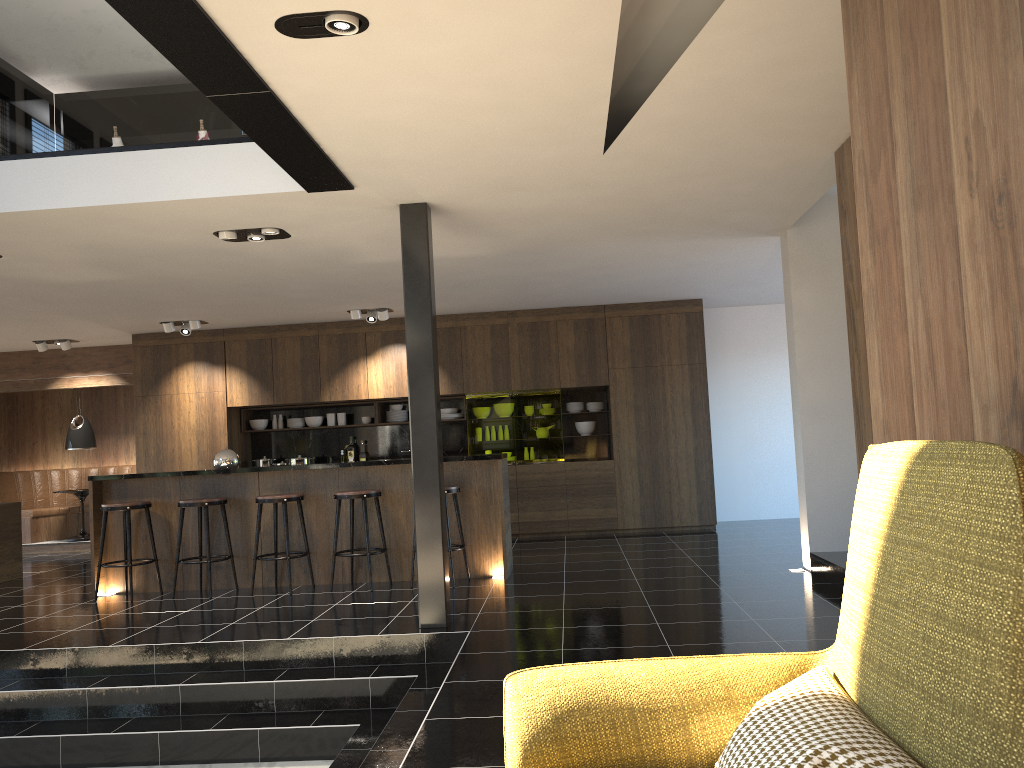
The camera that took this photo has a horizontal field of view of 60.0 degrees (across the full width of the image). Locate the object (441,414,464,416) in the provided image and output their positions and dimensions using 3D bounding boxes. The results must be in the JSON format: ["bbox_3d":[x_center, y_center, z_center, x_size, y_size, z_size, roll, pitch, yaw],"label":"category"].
[{"bbox_3d":[-0.795,0.405,11.121,0.438,0.039,0.438,-6,-5,39],"label":"object"}]

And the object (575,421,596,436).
[{"bbox_3d":[0.916,0.556,11.004,0.264,0.170,0.264,-2,-4,-22],"label":"object"}]

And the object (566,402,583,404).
[{"bbox_3d":[0.779,0.250,11.017,0.220,0.033,0.220,-4,-4,13],"label":"object"}]

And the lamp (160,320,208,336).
[{"bbox_3d":[-3.750,-0.704,10.146,0.501,0.294,0.349,-3,-3,3],"label":"lamp"}]

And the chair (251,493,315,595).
[{"bbox_3d":[-1.921,1.326,7.390,0.412,0.798,0.413,-4,-3,13],"label":"chair"}]

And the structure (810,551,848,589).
[{"bbox_3d":[3.013,-0.297,3.591,1.964,3.015,6.667,-3,-4,3],"label":"structure"}]

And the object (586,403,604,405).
[{"bbox_3d":[1.034,0.260,11.001,0.220,0.033,0.220,-2,-4,-13],"label":"object"}]

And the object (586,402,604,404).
[{"bbox_3d":[1.033,0.247,11.001,0.220,0.033,0.220,-2,-4,-13],"label":"object"}]

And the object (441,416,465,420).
[{"bbox_3d":[-0.793,0.432,11.120,0.438,0.039,0.438,-6,-5,39],"label":"object"}]

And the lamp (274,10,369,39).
[{"bbox_3d":[-0.699,-1.372,3.250,0.346,0.158,0.195,-3,-3,3],"label":"lamp"}]

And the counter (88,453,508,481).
[{"bbox_3d":[-1.844,0.732,7.861,3.573,0.041,0.699,-3,-4,3],"label":"counter"}]

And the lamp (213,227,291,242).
[{"bbox_3d":[-1.838,-1.111,6.278,0.501,0.194,0.349,-3,-4,3],"label":"lamp"}]

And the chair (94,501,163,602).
[{"bbox_3d":[-3.236,1.402,7.470,0.412,0.798,0.413,-4,-3,13],"label":"chair"}]

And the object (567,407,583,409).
[{"bbox_3d":[0.782,0.308,11.014,0.220,0.033,0.220,-4,-4,13],"label":"object"}]

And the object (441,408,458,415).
[{"bbox_3d":[-0.800,0.357,11.125,0.254,0.088,0.254,-5,-4,29],"label":"object"}]

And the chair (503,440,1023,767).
[{"bbox_3d":[0.300,0.662,1.431,1.031,1.097,0.808,-3,-3,2],"label":"chair"}]

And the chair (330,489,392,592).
[{"bbox_3d":[-1.263,1.288,7.350,0.412,0.798,0.413,-4,-3,13],"label":"chair"}]

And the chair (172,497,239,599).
[{"bbox_3d":[-2.579,1.364,7.430,0.412,0.798,0.413,-4,-3,13],"label":"chair"}]

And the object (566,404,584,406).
[{"bbox_3d":[0.780,0.275,11.016,0.220,0.033,0.220,-4,-4,13],"label":"object"}]

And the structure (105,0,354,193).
[{"bbox_3d":[-2.535,-0.107,1.647,3.447,4.865,7.285,-3,-4,3],"label":"structure"}]

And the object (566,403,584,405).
[{"bbox_3d":[0.779,0.262,11.017,0.220,0.033,0.220,-4,-4,13],"label":"object"}]

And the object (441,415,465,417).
[{"bbox_3d":[-0.794,0.419,11.120,0.438,0.039,0.438,-6,-5,39],"label":"object"}]

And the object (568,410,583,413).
[{"bbox_3d":[0.784,0.343,11.013,0.220,0.033,0.220,-4,-4,13],"label":"object"}]

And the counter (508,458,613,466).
[{"bbox_3d":[-1.072,1.049,10.946,4.591,0.005,0.863,-3,-4,3],"label":"counter"}]

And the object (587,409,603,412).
[{"bbox_3d":[1.037,0.328,10.997,0.220,0.033,0.220,-2,-4,-13],"label":"object"}]

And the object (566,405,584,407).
[{"bbox_3d":[0.781,0.285,11.016,0.220,0.033,0.220,-4,-4,13],"label":"object"}]

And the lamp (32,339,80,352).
[{"bbox_3d":[-5.702,-0.544,11.095,0.501,0.280,0.349,-3,-3,3],"label":"lamp"}]

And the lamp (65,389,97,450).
[{"bbox_3d":[-5.822,0.396,11.952,0.389,0.973,0.389,0,-4,-43],"label":"lamp"}]

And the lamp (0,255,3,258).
[{"bbox_3d":[-3.989,-0.968,6.407,0.501,0.231,0.349,-3,-4,3],"label":"lamp"}]

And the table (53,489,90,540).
[{"bbox_3d":[-5.760,1.742,11.896,0.702,0.643,0.703,-2,-4,-22],"label":"table"}]

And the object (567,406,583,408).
[{"bbox_3d":[0.781,0.295,11.015,0.220,0.033,0.220,-4,-4,13],"label":"object"}]

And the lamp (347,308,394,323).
[{"bbox_3d":[-1.599,-0.835,10.016,0.501,0.280,0.349,-3,-3,3],"label":"lamp"}]

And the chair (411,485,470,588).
[{"bbox_3d":[-0.605,1.250,7.311,0.412,0.798,0.413,-4,-3,13],"label":"chair"}]

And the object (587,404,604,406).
[{"bbox_3d":[1.034,0.270,11.000,0.220,0.033,0.220,-2,-4,-13],"label":"object"}]
